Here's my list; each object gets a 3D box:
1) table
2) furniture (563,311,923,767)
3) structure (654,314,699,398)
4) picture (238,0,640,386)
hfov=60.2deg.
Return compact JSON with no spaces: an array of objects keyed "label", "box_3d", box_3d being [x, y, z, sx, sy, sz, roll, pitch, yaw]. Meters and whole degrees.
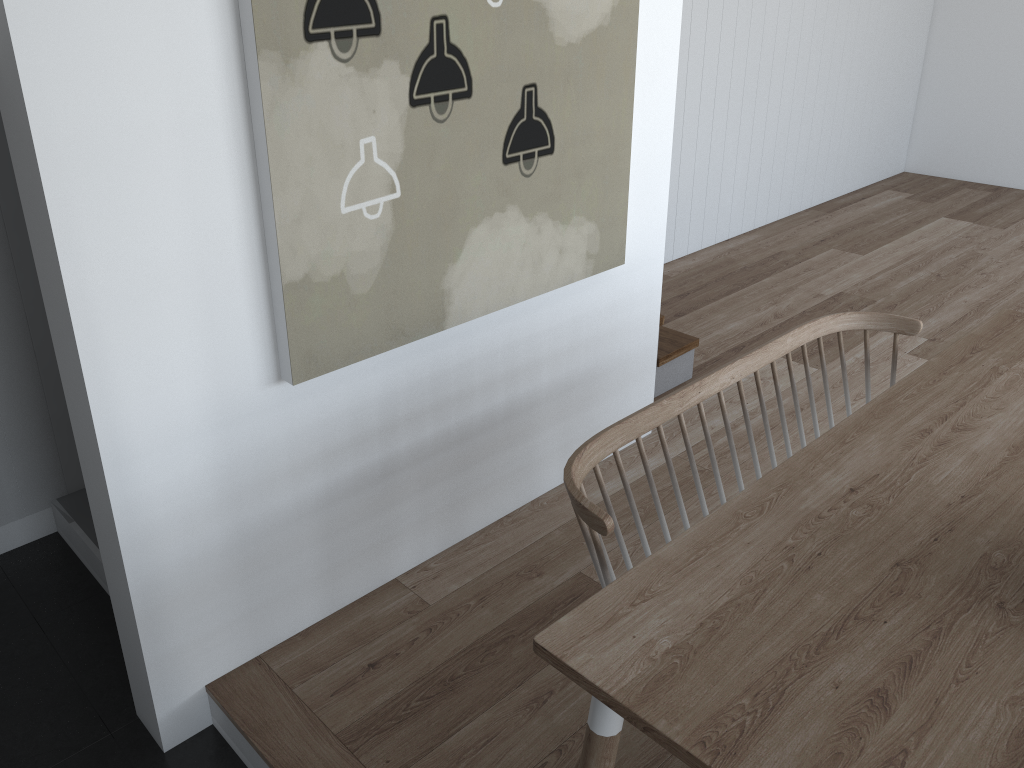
[{"label":"table","box_3d":[1.086,0.576,1.879,2.010,0.735,0.970,-24,33,-38]},{"label":"furniture","box_3d":[0.689,0.412,2.169,1.339,0.794,0.564,-23,33,-38]},{"label":"structure","box_3d":[-0.815,-0.642,2.798,3.547,2.578,1.095,-23,33,-38]},{"label":"picture","box_3d":[-0.100,-0.754,2.362,1.277,1.194,0.062,-23,33,-38]}]
